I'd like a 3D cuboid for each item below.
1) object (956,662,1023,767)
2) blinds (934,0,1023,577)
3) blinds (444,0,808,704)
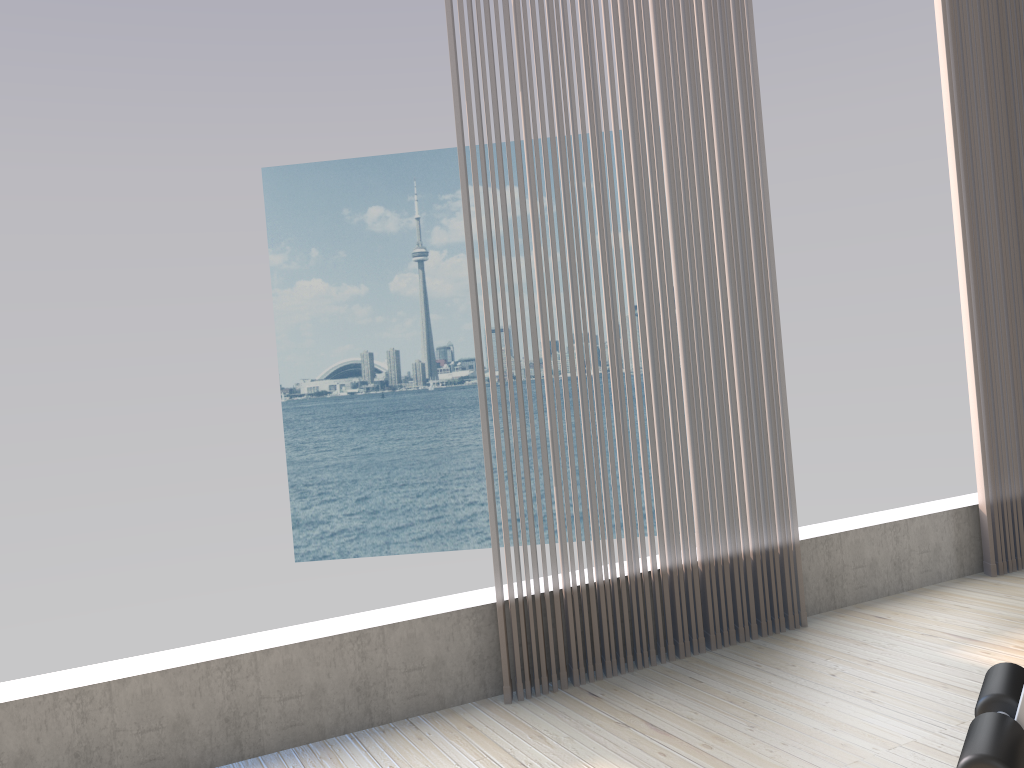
[{"bbox_3d":[1.261,0.386,1.087,1.312,0.746,0.505,-5,0,33],"label":"object"},{"bbox_3d":[2.179,-0.684,3.602,1.133,2.744,0.069,-5,0,-26],"label":"blinds"},{"bbox_3d":[0.358,-0.530,2.708,1.133,2.744,0.069,-5,0,-26],"label":"blinds"}]
